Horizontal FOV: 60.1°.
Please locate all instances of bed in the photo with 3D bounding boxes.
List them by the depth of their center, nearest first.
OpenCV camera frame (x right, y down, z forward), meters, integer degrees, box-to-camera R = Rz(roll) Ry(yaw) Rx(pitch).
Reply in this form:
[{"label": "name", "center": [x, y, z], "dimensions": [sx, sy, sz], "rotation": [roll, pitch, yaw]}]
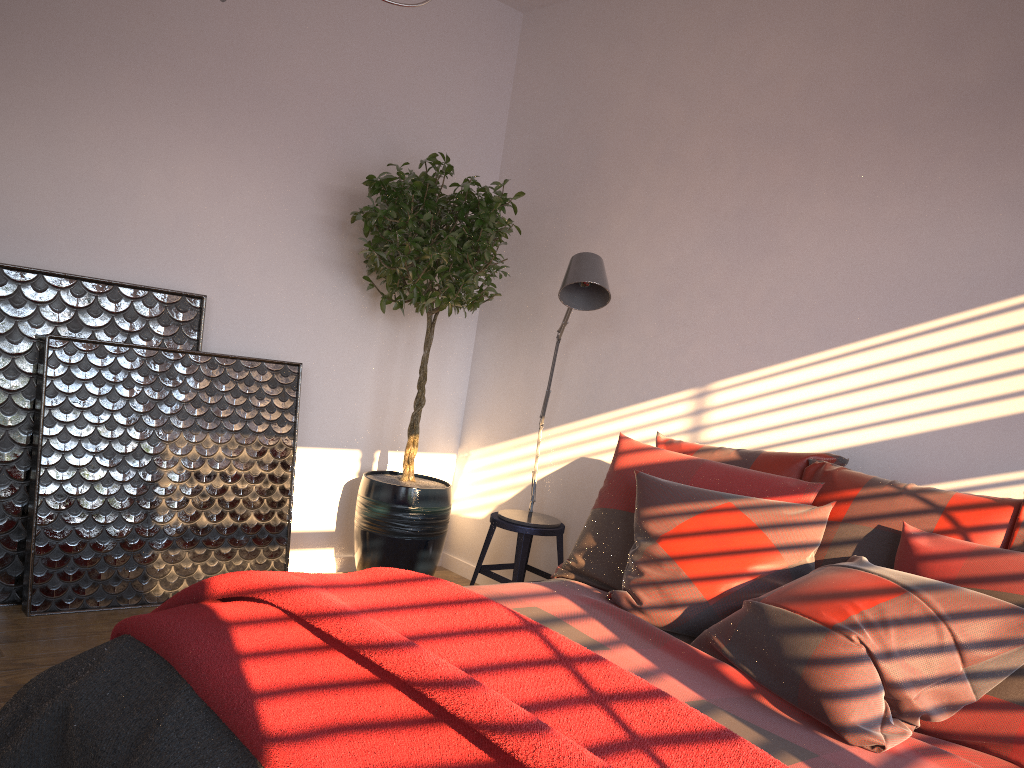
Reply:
[{"label": "bed", "center": [0.379, 0.821, 2.095], "dimensions": [2.319, 0.773, 2.023], "rotation": [6, 4, -42]}]

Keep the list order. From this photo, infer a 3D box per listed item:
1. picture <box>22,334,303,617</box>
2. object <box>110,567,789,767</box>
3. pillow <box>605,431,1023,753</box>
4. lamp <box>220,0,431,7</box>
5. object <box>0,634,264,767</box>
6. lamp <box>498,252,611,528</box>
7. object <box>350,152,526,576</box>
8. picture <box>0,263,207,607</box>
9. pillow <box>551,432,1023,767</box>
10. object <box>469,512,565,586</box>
[{"label": "picture", "center": [-1.358, 0.375, 3.562], "dimensions": [1.027, 1.032, 0.208], "rotation": [5, 6, -41]}, {"label": "object", "center": [-0.145, 0.827, 1.682], "dimensions": [0.684, 0.663, 2.628], "rotation": [5, 4, -41]}, {"label": "pillow", "center": [0.884, 0.592, 2.468], "dimensions": [1.147, 0.737, 2.129], "rotation": [6, 4, -43]}, {"label": "lamp", "center": [-0.455, -1.310, 1.413], "dimensions": [1.250, 1.084, 1.094], "rotation": [5, 5, -41]}, {"label": "object", "center": [-0.232, 0.849, 1.563], "dimensions": [1.124, 0.570, 2.490], "rotation": [6, 4, -41]}, {"label": "lamp", "center": [0.163, 0.054, 3.602], "dimensions": [0.279, 1.132, 0.785], "rotation": [9, 4, -1]}, {"label": "object", "center": [-0.464, -0.023, 4.062], "dimensions": [0.803, 2.029, 0.807], "rotation": [5, 6, -38]}, {"label": "picture", "center": [-1.816, 0.200, 3.280], "dimensions": [1.251, 1.258, 0.171], "rotation": [5, 6, -41]}, {"label": "pillow", "center": [0.862, 0.557, 2.547], "dimensions": [0.529, 0.554, 1.803], "rotation": [5, 4, -41]}, {"label": "object", "center": [0.035, 0.837, 3.926], "dimensions": [0.343, 0.482, 0.336], "rotation": [5, 6, -41]}]
